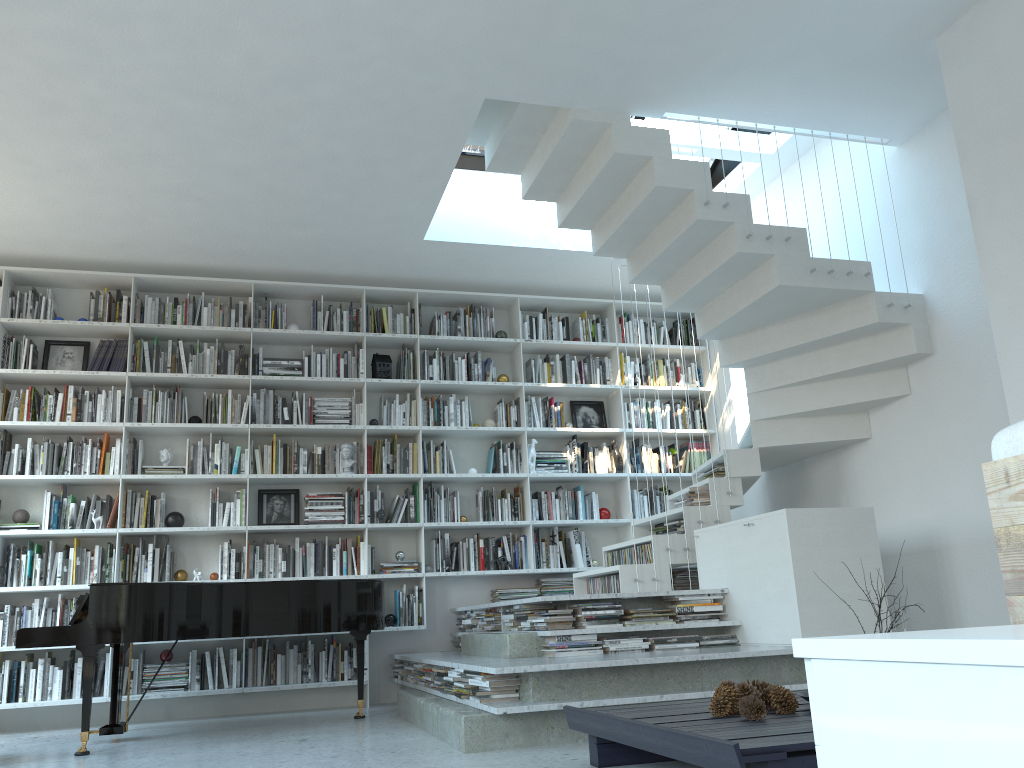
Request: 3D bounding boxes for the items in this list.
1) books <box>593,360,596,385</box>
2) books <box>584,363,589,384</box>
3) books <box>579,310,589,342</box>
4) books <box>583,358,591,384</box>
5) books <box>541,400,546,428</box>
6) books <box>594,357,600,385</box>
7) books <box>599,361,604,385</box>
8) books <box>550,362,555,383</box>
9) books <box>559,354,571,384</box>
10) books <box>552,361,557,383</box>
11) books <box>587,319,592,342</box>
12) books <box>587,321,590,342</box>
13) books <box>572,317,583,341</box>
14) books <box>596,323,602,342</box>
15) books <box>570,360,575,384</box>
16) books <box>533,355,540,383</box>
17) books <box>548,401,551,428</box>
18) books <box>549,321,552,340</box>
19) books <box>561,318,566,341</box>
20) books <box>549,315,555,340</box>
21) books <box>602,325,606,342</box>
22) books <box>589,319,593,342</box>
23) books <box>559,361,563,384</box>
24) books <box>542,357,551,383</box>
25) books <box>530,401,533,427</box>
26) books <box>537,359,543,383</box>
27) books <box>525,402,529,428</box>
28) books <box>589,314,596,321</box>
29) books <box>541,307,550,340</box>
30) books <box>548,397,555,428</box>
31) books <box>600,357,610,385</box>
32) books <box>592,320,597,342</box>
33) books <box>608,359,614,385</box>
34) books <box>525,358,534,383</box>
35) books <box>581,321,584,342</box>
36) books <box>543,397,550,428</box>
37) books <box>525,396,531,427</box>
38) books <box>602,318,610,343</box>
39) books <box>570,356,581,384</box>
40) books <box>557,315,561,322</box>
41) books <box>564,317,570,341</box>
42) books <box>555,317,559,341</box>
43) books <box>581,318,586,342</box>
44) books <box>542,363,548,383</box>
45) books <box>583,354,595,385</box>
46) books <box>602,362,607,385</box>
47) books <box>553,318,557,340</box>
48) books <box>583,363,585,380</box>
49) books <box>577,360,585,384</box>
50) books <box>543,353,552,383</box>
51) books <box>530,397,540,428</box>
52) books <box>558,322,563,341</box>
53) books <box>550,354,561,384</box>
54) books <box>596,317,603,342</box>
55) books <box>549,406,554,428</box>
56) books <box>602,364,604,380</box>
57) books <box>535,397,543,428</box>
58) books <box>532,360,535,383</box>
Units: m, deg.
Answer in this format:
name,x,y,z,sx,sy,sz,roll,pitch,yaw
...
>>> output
name,x,y,z,sx,sy,sz,roll,pitch,yaw
books,0.673,-0.060,7.502,0.011,0.248,0.152,1,-15,-16
books,0.599,-0.049,7.471,0.031,0.217,0.166,1,-15,-16
books,0.615,-0.450,7.591,0.007,0.320,0.166,1,-15,-16
books,0.621,-0.068,7.492,0.023,0.263,0.156,1,-15,-16
books,0.240,0.279,7.310,0.043,0.268,0.131,1,-15,-16
books,0.698,-0.073,7.503,0.036,0.271,0.177,1,-15,-16
books,0.728,-0.055,7.515,0.030,0.240,0.162,1,-15,-16
books,0.315,-0.056,7.400,0.030,0.223,0.158,1,-15,-16
books,0.429,-0.086,7.389,0.032,0.264,0.246,1,-15,-16
books,0.337,-0.058,7.422,0.024,0.235,0.147,1,-15,-16
books,0.640,-0.415,7.588,0.031,0.248,0.165,1,-15,-16
books,0.626,-0.406,7.573,0.007,0.225,0.170,1,-15,-16
books,0.559,-0.422,7.558,0.019,0.255,0.169,1,-15,-16
books,0.722,-0.394,7.605,0.029,0.209,0.170,1,-15,-16
books,0.485,-0.060,7.429,0.030,0.229,0.187,1,-15,-16
books,0.189,-0.087,7.373,0.051,0.281,0.167,1,-15,-16
books,0.284,0.278,7.312,0.020,0.266,0.152,1,-15,-16
books,0.298,-0.405,7.503,0.030,0.220,0.133,1,-15,-16
books,0.424,-0.419,7.543,0.012,0.253,0.161,1,-15,-16
books,0.324,-0.430,7.496,0.014,0.261,0.168,1,-15,-16
books,0.768,-0.387,7.643,0.031,0.210,0.132,1,-15,-16
books,0.659,-0.414,7.609,0.017,0.256,0.147,1,-15,-16
books,0.388,-0.060,7.426,0.025,0.238,0.143,1,-15,-16
books,0.279,-0.077,7.386,0.026,0.260,0.168,1,-15,-16
books,0.142,0.281,7.257,0.011,0.247,0.156,1,-15,-16
books,0.225,-0.069,7.388,0.026,0.250,0.131,1,-15,-16
books,0.102,0.283,7.268,0.030,0.253,0.128,1,-15,-16
books,0.693,-0.434,7.623,0.020,0.298,0.131,1,-15,-16
books,0.281,-0.466,7.489,0.014,0.331,0.181,1,-15,-16
books,0.317,0.267,7.308,0.014,0.284,0.176,1,-15,-16
books,0.787,-0.073,7.544,0.026,0.283,0.147,1,-15,-16
books,0.682,-0.409,7.592,0.018,0.234,0.187,1,-15,-16
books,0.815,-0.064,7.547,0.031,0.264,0.170,1,-15,-16
books,0.146,-0.074,7.359,0.012,0.253,0.161,1,-15,-16
books,0.572,-0.404,7.560,0.008,0.220,0.183,1,-15,-16
books,0.272,0.265,7.297,0.012,0.286,0.177,1,-15,-16
books,0.126,0.257,7.268,0.015,0.300,0.141,1,-15,-16
books,0.800,-0.418,7.637,0.026,0.262,0.163,1,-15,-16
books,0.529,-0.077,7.476,0.048,0.282,0.163,1,-15,-16
books,0.394,-0.431,7.541,0.012,0.278,0.153,1,-15,-16
books,0.448,-0.423,7.537,0.030,0.257,0.165,1,-15,-16
books,0.359,-0.423,7.514,0.021,0.253,0.152,1,-15,-16
books,0.589,-0.417,7.575,0.016,0.251,0.189,1,-15,-16
books,0.257,-0.053,7.368,0.025,0.207,0.175,1,-15,-16
books,0.646,-0.086,7.489,0.022,0.293,0.181,1,-15,-16
books,0.764,-0.048,7.534,0.022,0.233,0.159,1,-15,-16
books,0.341,-0.417,7.498,0.022,0.235,0.172,1,-15,-16
books,0.575,-0.046,7.474,0.013,0.215,0.178,1,-15,-16
books,0.566,-0.062,7.457,0.014,0.239,0.190,1,-15,-16
books,0.293,-0.092,7.404,0.011,0.295,0.163,1,-15,-16
books,0.176,0.264,7.278,0.065,0.288,0.146,1,-15,-16
books,0.386,-0.401,7.502,0.024,0.201,0.190,1,-15,-16
books,0.365,-0.087,7.416,0.026,0.287,0.156,1,-15,-16
books,0.741,-0.422,7.638,0.025,0.278,0.136,1,-15,-16
books,0.308,0.301,7.284,0.013,0.206,0.190,1,-15,-16
books,0.745,-0.053,7.538,0.014,0.245,0.143,1,-15,-16
books,0.215,0.268,7.295,0.012,0.284,0.160,1,-15,-16
books,0.159,-0.066,7.358,0.013,0.236,0.142,1,-15,-16
